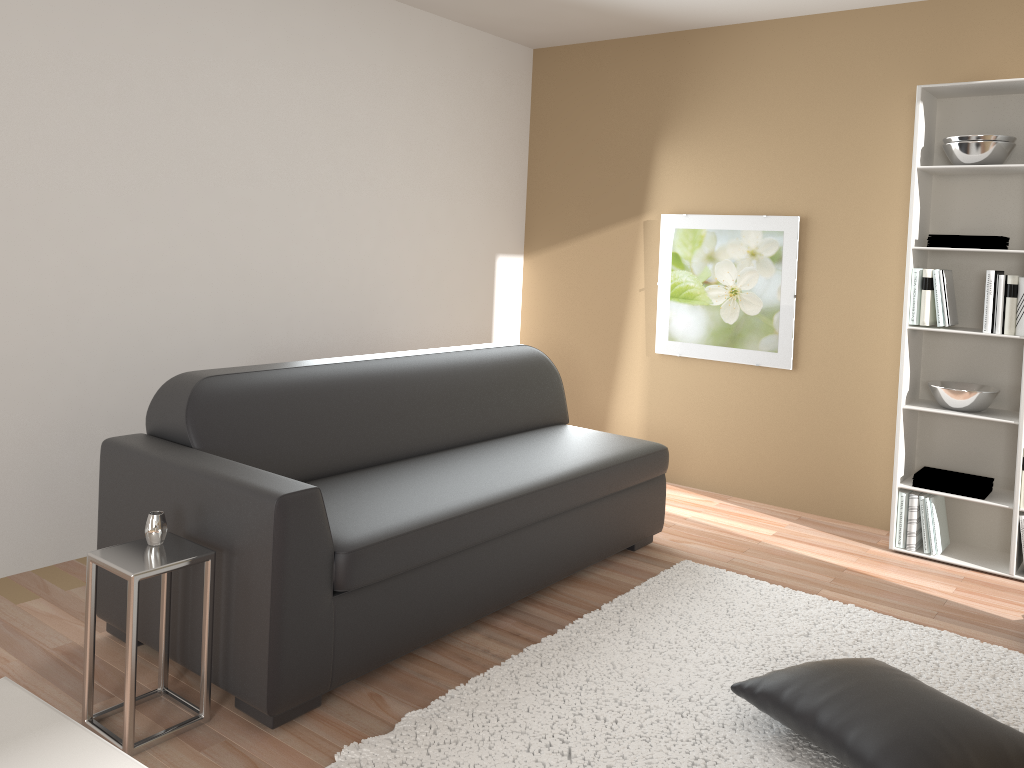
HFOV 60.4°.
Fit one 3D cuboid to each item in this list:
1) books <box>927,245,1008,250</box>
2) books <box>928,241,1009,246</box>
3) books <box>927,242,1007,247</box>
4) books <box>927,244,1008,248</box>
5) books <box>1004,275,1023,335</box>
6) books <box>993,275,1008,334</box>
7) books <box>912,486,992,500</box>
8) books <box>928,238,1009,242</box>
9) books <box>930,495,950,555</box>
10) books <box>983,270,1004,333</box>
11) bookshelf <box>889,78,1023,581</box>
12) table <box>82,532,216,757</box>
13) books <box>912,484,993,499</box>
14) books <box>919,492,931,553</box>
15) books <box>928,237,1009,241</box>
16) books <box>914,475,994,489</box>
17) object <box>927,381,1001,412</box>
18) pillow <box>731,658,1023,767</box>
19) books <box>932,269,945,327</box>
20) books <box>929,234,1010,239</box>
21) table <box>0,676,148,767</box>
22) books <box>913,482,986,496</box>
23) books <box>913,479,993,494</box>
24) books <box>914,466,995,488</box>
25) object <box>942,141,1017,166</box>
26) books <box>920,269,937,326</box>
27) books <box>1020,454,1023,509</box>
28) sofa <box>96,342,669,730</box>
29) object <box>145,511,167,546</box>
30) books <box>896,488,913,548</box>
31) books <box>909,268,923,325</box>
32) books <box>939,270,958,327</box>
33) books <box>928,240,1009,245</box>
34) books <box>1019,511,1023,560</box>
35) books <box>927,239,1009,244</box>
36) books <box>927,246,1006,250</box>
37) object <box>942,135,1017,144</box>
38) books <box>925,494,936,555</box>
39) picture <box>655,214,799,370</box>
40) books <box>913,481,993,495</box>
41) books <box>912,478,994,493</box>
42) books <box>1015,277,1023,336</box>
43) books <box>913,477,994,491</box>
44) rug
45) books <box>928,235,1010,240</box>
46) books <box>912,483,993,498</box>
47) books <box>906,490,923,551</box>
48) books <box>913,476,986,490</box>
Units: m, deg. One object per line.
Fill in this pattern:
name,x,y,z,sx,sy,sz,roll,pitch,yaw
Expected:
books,2.075,-0.623,4.009,0.299,0.006,0.211,9,11,37
books,2.077,-0.639,4.008,0.299,0.006,0.211,9,11,37
books,2.074,-0.634,4.010,0.299,0.006,0.211,9,11,35
books,2.076,-0.628,4.009,0.299,0.006,0.211,9,11,37
books,2.214,-0.350,3.879,0.040,0.257,0.208,4,5,37
books,2.184,-0.356,3.909,0.040,0.257,0.208,4,5,37
books,2.022,0.479,4.044,0.299,0.007,0.211,9,11,37
books,2.079,-0.656,4.011,0.299,0.008,0.211,9,11,37
books,1.976,0.634,4.066,0.058,0.256,0.208,4,5,37
books,2.152,-0.370,3.934,0.040,0.274,0.208,4,4,38
bookshelf,2.310,-0.245,3.864,1.044,2.131,0.333,5,3,37
table,-0.975,0.683,2.366,0.228,0.467,0.239,5,4,37
books,2.024,0.474,4.044,0.299,0.006,0.211,9,11,37
books,1.935,0.630,4.083,0.060,0.258,0.208,4,5,37
books,2.080,-0.661,4.010,0.299,0.008,0.211,9,11,37
books,2.028,0.431,4.040,0.299,0.007,0.211,9,11,37
object,2.068,0.063,4.037,0.299,0.106,0.302,3,8,2
pillow,0.998,0.898,2.335,0.581,0.208,0.616,-1,9,-27
books,1.983,-0.398,4.056,0.060,0.258,0.208,4,5,38
books,2.081,-0.671,4.005,0.299,0.006,0.211,9,11,37
table,-0.659,0.851,0.637,0.815,0.683,0.930,7,8,34
books,2.023,0.462,4.045,0.299,0.006,0.211,9,11,35
books,2.026,0.452,4.043,0.299,0.006,0.211,9,11,37
books,2.030,0.425,4.040,0.299,0.006,0.211,9,11,37
object,2.119,-1.033,4.002,0.299,0.106,0.302,3,8,2
books,1.943,-0.404,4.084,0.040,0.257,0.208,4,5,37
books,2.258,0.396,3.835,0.040,0.257,0.208,4,5,37
sofa,-0.288,0.353,3.462,0.957,0.829,2.267,7,9,37
object,-0.977,0.397,2.416,0.058,0.086,0.058,3,4,7
books,1.860,0.618,4.145,0.040,0.257,0.208,4,5,37
books,1.909,-0.410,4.116,0.040,0.257,0.208,4,5,37
books,2.009,-0.396,4.050,0.058,0.256,0.208,4,5,37
books,2.077,-0.644,4.008,0.299,0.006,0.211,9,11,37
books,2.252,0.682,3.838,0.060,0.258,0.208,4,5,37
books,2.076,-0.650,4.007,0.299,0.006,0.211,10,11,38
books,2.074,-0.617,4.009,0.299,0.007,0.211,9,11,37
object,2.120,-1.060,4.001,0.299,0.106,0.302,3,8,2
books,1.953,0.635,4.064,0.058,0.256,0.208,4,5,38
picture,1.177,-0.533,4.905,0.821,0.812,0.019,7,4,37
books,2.026,0.457,4.043,0.299,0.006,0.211,9,11,37
books,2.024,0.446,4.042,0.299,0.006,0.211,10,11,38
books,2.251,-0.341,3.859,0.040,0.250,0.208,4,5,37
books,2.028,0.440,4.046,0.299,0.008,0.211,9,11,37
rug,0.675,0.951,2.535,1.459,0.045,2.033,9,11,37
books,2.079,-0.666,4.005,0.299,0.007,0.211,9,11,37
books,2.024,0.468,4.044,0.299,0.006,0.211,9,11,37
books,1.894,0.625,4.112,0.040,0.257,0.208,4,5,37
books,2.028,0.435,4.045,0.299,0.008,0.211,9,11,37
